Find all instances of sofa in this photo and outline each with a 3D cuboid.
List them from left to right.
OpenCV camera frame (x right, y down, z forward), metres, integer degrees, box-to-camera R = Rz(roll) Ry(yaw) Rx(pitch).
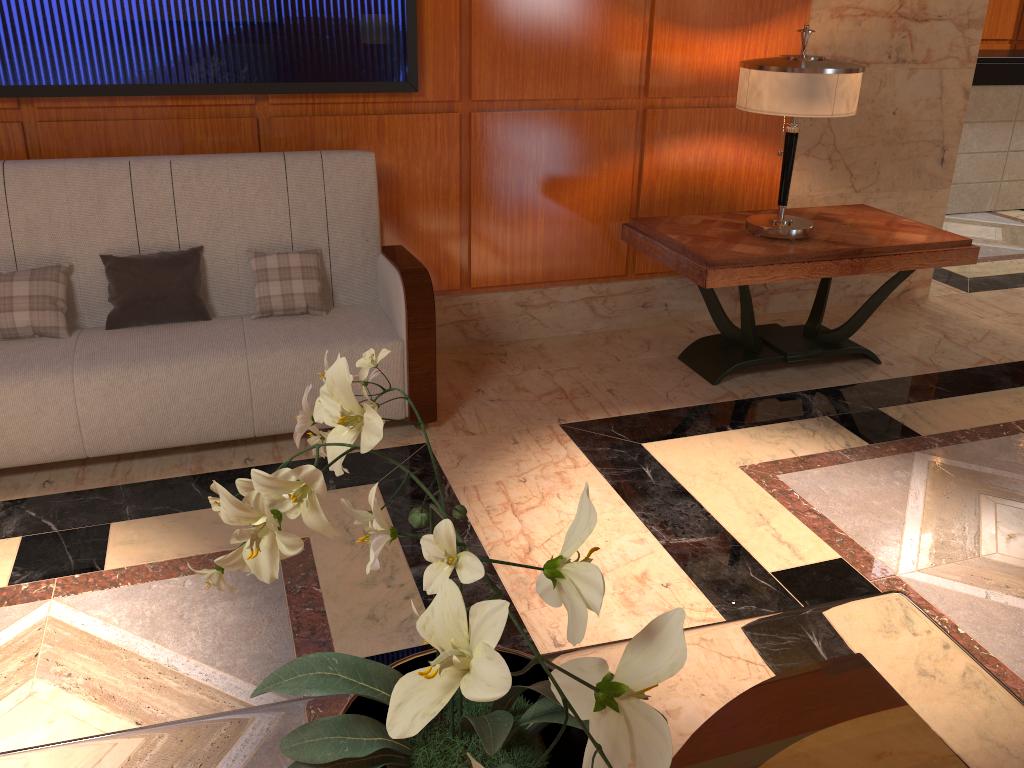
[{"bbox_3d":[-1.207,-0.275,3.059,1.801,0.919,0.620,-7,24,-17],"label":"sofa"}]

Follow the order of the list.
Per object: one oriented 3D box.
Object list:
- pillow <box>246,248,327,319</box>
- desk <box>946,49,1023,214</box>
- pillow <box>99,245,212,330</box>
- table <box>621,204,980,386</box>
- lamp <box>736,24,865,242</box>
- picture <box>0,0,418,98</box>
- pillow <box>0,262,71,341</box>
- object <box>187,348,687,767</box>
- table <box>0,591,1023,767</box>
[{"bbox_3d":[-0.813,-0.359,3.212,0.273,0.226,0.205,-5,24,-15],"label":"pillow"},{"bbox_3d":[4.336,-2.106,7.249,2.929,1.125,0.953,-7,24,-18],"label":"desk"},{"bbox_3d":[-1.247,-0.335,3.100,0.358,0.249,0.162,-8,24,-21],"label":"pillow"},{"bbox_3d":[1.189,-0.377,3.836,1.272,0.598,0.735,-7,24,-18],"label":"table"},{"bbox_3d":[1.098,-0.981,3.472,0.459,0.799,0.465,-3,23,-9],"label":"lamp"},{"bbox_3d":[-1.305,-1.702,2.915,1.999,1.432,0.057,-7,23,-18],"label":"picture"},{"bbox_3d":[-1.650,-0.266,2.945,0.344,0.224,0.197,-5,24,-13],"label":"pillow"},{"bbox_3d":[-0.060,0.303,1.006,0.420,0.609,0.795,-18,30,-38],"label":"object"},{"bbox_3d":[0.059,0.820,1.200,1.561,0.489,0.732,-5,24,-15],"label":"table"}]
